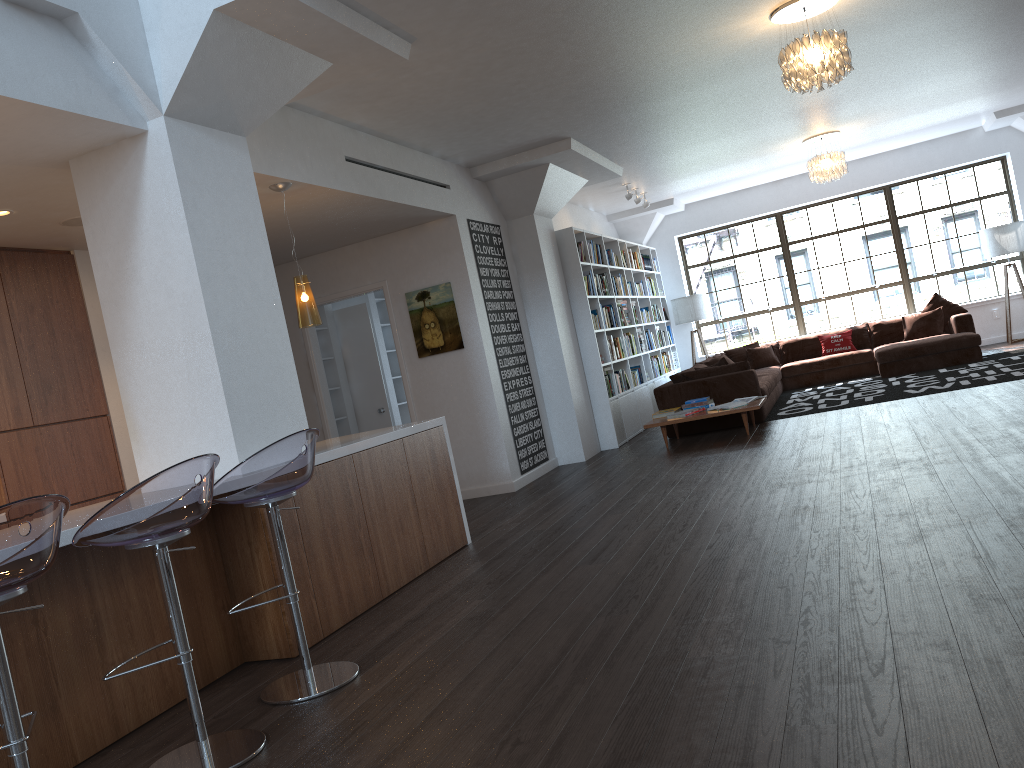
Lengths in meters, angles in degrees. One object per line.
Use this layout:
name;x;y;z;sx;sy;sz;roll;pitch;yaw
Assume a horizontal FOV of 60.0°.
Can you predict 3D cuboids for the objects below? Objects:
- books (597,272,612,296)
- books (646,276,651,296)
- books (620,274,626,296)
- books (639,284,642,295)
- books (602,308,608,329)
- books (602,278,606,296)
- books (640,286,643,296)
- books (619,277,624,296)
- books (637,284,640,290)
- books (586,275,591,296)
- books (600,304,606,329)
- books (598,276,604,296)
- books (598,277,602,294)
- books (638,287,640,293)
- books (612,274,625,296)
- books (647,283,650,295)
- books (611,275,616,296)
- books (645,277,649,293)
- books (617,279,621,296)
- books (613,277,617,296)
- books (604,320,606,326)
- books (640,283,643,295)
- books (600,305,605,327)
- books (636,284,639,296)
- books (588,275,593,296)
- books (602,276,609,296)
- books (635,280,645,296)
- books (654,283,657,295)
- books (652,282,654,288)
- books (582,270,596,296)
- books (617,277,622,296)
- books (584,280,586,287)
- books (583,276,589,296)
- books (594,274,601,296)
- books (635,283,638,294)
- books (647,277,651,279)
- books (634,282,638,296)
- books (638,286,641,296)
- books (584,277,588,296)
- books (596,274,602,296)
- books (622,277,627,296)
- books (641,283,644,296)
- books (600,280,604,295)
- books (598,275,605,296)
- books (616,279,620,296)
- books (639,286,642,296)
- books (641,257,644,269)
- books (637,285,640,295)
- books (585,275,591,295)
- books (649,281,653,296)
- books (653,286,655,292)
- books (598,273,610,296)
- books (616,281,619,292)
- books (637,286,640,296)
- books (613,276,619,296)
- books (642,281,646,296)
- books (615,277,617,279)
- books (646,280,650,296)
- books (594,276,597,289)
books;1.079;-1.173;10.613;0.176;0.291;0.053;-12;1;21
books;1.879;-1.385;12.751;0.176;0.290;0.053;-12;1;20
books;1.329;-1.237;11.295;0.197;0.283;0.065;-12;1;21
books;1.727;-1.287;12.307;0.128;0.178;0.021;-12;1;21
books;0.990;-0.733;10.142;0.174;0.239;0.045;-12;1;21
books;1.007;-1.119;10.386;0.161;0.223;0.032;-12;1;21
books;1.737;-1.289;12.327;0.128;0.178;0.022;-12;1;21
books;1.295;-1.204;11.164;0.174;0.239;0.045;-12;1;21
books;1.705;-1.281;12.261;0.128;0.178;0.022;-12;1;21
books;0.766;-1.060;9.722;0.172;0.235;0.112;-12;1;21
books;0.953;-0.749;10.072;0.176;0.290;0.053;-12;1;21
books;0.956;-1.118;10.286;0.171;0.246;0.039;-12;1;21
books;0.940;-1.116;10.251;0.160;0.251;0.039;-12;1;21
books;1.691;-1.270;12.187;0.120;0.167;0.020;-12;1;21
books;1.311;-1.235;11.237;0.176;0.290;0.053;-12;1;21
books;1.881;-1.350;12.712;0.161;0.223;0.026;-12;1;20
books;1.153;-1.173;10.767;0.182;0.253;0.034;-12;1;21
books;1.834;-1.370;12.651;0.198;0.284;0.066;-12;1;20
books;1.259;-1.186;11.052;0.161;0.223;0.027;-12;1;21
books;1.176;-1.173;10.837;0.174;0.239;0.045;-12;1;21
books;0.974;-0.720;10.111;0.161;0.223;0.027;-12;1;21
books;1.749;-1.302;12.379;0.136;0.196;0.045;-12;1;21
books;0.929;-0.740;10.017;0.197;0.283;0.065;-12;1;21
books;1.652;-1.264;12.093;0.126;0.173;0.032;-12;1;21
books;0.790;-1.071;9.801;0.174;0.242;0.105;-12;1;21
books;1.028;-1.133;10.458;0.174;0.240;0.054;-12;1;21
books;1.772;-1.326;12.455;0.140;0.231;0.042;-12;1;21
books;2.061;-1.398;13.211;0.161;0.223;0.026;-12;1;20
books;2.012;-1.399;13.090;0.160;0.250;0.026;-12;1;20
books;0.820;-1.103;9.870;0.176;0.290;0.053;-12;1;21
books;1.274;-1.202;11.117;0.170;0.245;0.057;-12;1;21
books;0.722;-1.021;9.593;0.161;0.182;0.170;-12;1;21
books;0.753;-1.055;9.693;0.152;0.232;0.104;-12;1;21
books;0.899;-1.106;10.132;0.183;0.253;0.042;-12;1;21
books;1.629;-1.267;12.042;0.139;0.191;0.036;-12;1;21
books;1.972;-1.409;13.007;0.176;0.290;0.036;-12;1;20
books;1.610;-1.267;11.985;0.146;0.202;0.027;-12;1;21
books;1.707;-1.268;12.221;0.110;0.153;0.019;-12;1;21
books;0.740;-1.045;9.667;0.161;0.218;0.101;-12;1;21
books;0.923;-1.116;10.214;0.180;0.259;0.042;-12;1;21
books;1.371;-1.230;11.359;0.159;0.250;0.026;-12;1;21
books;1.766;-1.304;12.416;0.139;0.191;0.036;-12;1;21
books;0.970;-1.110;10.321;0.161;0.223;0.033;-12;1;21
books;0.978;-1.127;10.356;0.183;0.253;0.042;-12;1;21
books;1.247;-1.183;11.027;0.161;0.223;0.026;-12;1;21
books;1.712;-1.286;12.285;0.134;0.184;0.030;-12;1;21
books;1.792;-1.712;12.694;0.161;0.223;0.032;-12;1;21
books;1.688;-1.267;12.160;0.106;0.162;0.032;-12;1;21
books;0.771;-1.065;9.767;0.172;0.239;0.093;-12;1;21
books;1.946;-1.368;12.904;0.161;0.223;0.027;-12;1;20
books;2.023;-1.388;13.115;0.161;0.223;0.027;-12;1;20
books;1.046;-1.162;10.571;0.198;0.284;0.049;-12;1;21
books;1.227;-1.182;11.000;0.167;0.230;0.037;-12;1;21
books;1.679;-1.267;12.137;0.107;0.167;0.017;-12;1;21
books;1.209;-1.188;10.931;0.182;0.253;0.034;-12;1;21
books;1.786;-1.328;12.502;0.158;0.226;0.052;-12;1;21
books;1.257;-1.200;11.079;0.159;0.250;0.026;-12;1;21
books;1.867;-1.360;12.689;0.160;0.250;0.026;-12;1;20
books;0.868;-1.089;10.048;0.174;0.236;0.142;-12;1;22
